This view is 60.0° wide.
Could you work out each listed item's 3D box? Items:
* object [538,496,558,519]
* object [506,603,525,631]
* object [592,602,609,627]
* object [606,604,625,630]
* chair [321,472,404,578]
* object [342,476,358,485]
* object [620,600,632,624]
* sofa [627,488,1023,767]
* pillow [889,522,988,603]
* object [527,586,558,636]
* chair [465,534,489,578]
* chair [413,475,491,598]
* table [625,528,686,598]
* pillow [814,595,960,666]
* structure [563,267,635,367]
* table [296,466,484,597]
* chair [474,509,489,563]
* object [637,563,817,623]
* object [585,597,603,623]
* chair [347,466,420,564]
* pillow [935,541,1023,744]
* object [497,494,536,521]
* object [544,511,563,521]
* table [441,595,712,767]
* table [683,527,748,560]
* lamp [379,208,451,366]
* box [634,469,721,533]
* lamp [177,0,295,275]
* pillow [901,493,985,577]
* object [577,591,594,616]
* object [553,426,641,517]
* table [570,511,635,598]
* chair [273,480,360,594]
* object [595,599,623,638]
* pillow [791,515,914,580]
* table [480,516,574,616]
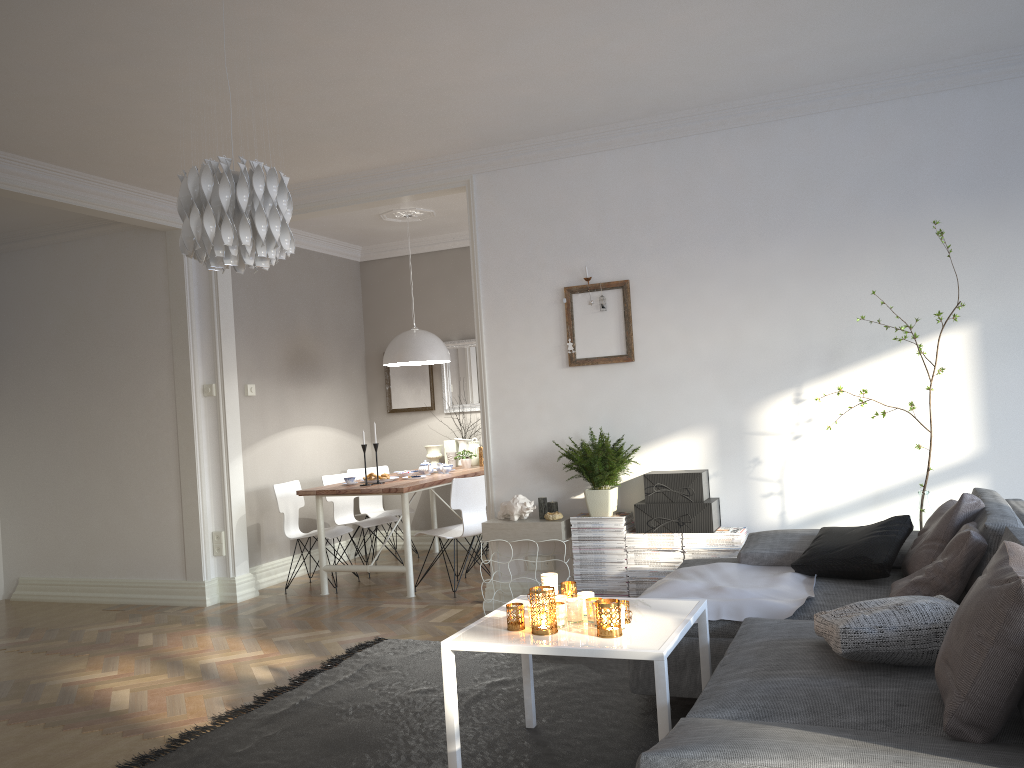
[{"bbox_3d":[0.208,0.709,5.133,0.123,0.134,0.062,-3,-1,-27],"label":"object"},{"bbox_3d":[0.012,0.762,2.902,0.060,0.079,0.060,-4,-1,13],"label":"object"},{"bbox_3d":[0.291,0.746,2.874,0.060,0.073,0.060,-3,-1,-43],"label":"object"},{"bbox_3d":[0.331,0.742,2.819,0.060,0.073,0.060,-3,-1,-16],"label":"object"},{"bbox_3d":[-1.193,1.103,7.058,0.479,0.785,0.431,-4,-1,33],"label":"chair"},{"bbox_3d":[-1.165,0.698,6.391,0.116,0.056,0.137,-3,-2,-37],"label":"object"},{"bbox_3d":[0.366,0.745,2.897,0.054,0.068,0.047,-3,-1,-17],"label":"object"},{"bbox_3d":[1.053,0.881,2.939,1.555,0.772,2.631,-4,-2,23],"label":"sofa"},{"bbox_3d":[1.520,0.652,3.177,0.337,0.311,0.414,-4,-1,28],"label":"pillow"},{"bbox_3d":[0.098,0.724,2.837,0.090,0.139,0.087,-4,-1,-7],"label":"object"},{"bbox_3d":[-0.070,1.018,6.592,0.479,0.785,0.431,-4,-1,28],"label":"chair"},{"bbox_3d":[-0.388,1.025,6.122,0.479,0.785,0.431,-5,-1,43],"label":"chair"},{"bbox_3d":[0.814,1.055,4.873,0.327,0.499,0.246,-4,-1,23],"label":"table"},{"bbox_3d":[1.101,0.706,2.551,0.406,0.194,0.404,-4,-1,9],"label":"pillow"},{"bbox_3d":[0.494,-0.401,5.128,0.398,0.574,0.053,-4,-1,20],"label":"structure"},{"bbox_3d":[-0.699,1.086,6.897,0.853,0.750,1.986,-4,-2,23],"label":"table"},{"bbox_3d":[-0.060,1.035,7.239,0.479,0.785,0.431,-4,-1,13],"label":"chair"},{"bbox_3d":[0.889,1.019,3.665,0.726,0.437,0.812,-4,-1,21],"label":"object"},{"bbox_3d":[0.274,0.749,2.937,0.060,0.073,0.060,-3,-1,-43],"label":"object"},{"bbox_3d":[-1.122,1.114,7.643,0.431,0.785,0.479,-3,-1,-36],"label":"chair"},{"bbox_3d":[1.103,0.585,2.044,0.242,0.390,0.426,-4,-1,23],"label":"pillow"},{"bbox_3d":[0.028,0.714,5.142,0.137,0.150,0.311,-3,-2,-38],"label":"object"},{"bbox_3d":[0.239,0.749,5.033,0.099,0.046,0.104,-3,-2,-21],"label":"object"},{"bbox_3d":[0.249,1.041,2.968,0.715,0.504,0.674,-4,-1,23],"label":"table"},{"bbox_3d":[1.104,1.033,4.752,0.327,0.499,0.246,-4,-1,23],"label":"table"},{"bbox_3d":[-0.779,-0.750,6.930,0.530,1.182,0.530,-4,-1,30],"label":"lamp"},{"bbox_3d":[0.893,0.640,4.832,0.419,0.315,0.298,-4,-1,23],"label":"box"},{"bbox_3d":[-0.910,-0.899,2.857,0.355,1.065,0.354,-3,-1,-25],"label":"lamp"},{"bbox_3d":[1.722,0.619,3.522,0.324,0.403,0.430,-4,-1,10],"label":"pillow"},{"bbox_3d":[0.255,0.753,3.037,0.060,0.073,0.060,-3,-1,-43],"label":"object"},{"bbox_3d":[0.478,0.497,4.967,0.438,0.526,0.368,-4,-1,23],"label":"object"},{"bbox_3d":[0.526,1.028,4.992,0.321,0.596,0.246,-4,-1,23],"label":"table"},{"bbox_3d":[-1.439,1.104,6.509,0.479,0.785,0.431,-4,-1,13],"label":"chair"},{"bbox_3d":[0.300,0.727,2.752,0.080,0.104,0.080,-4,-1,13],"label":"object"},{"bbox_3d":[1.435,0.691,3.739,0.421,0.248,0.401,-5,-2,43],"label":"pillow"},{"bbox_3d":[0.116,1.070,5.124,0.553,0.575,0.299,-4,-1,23],"label":"table"}]
